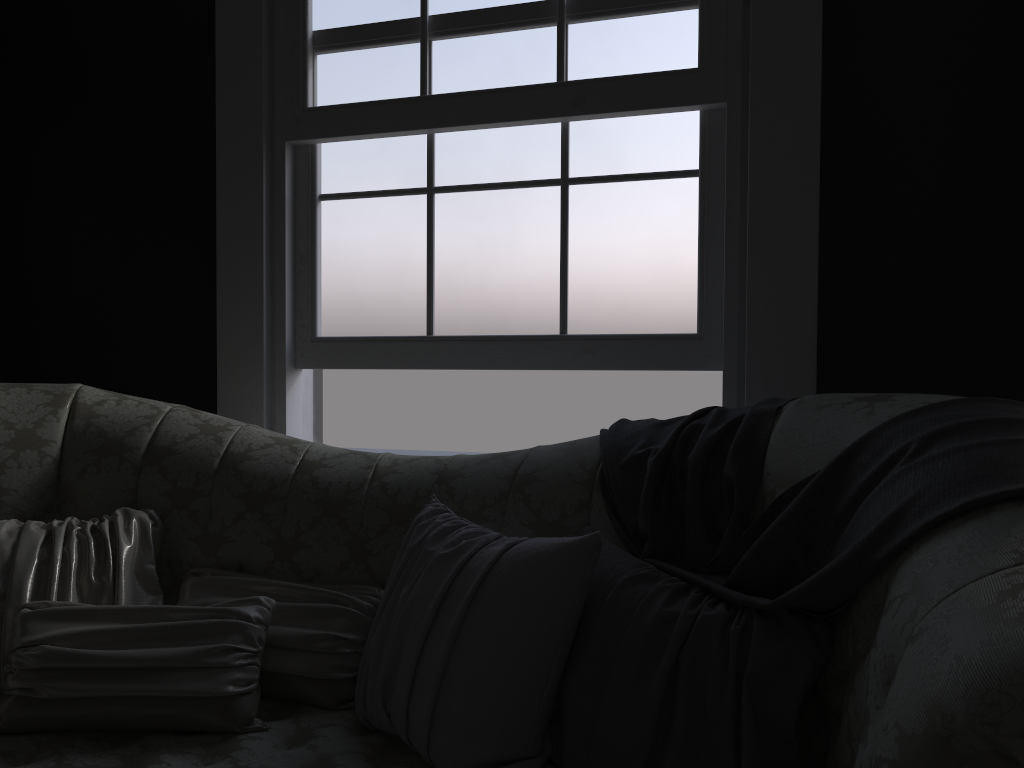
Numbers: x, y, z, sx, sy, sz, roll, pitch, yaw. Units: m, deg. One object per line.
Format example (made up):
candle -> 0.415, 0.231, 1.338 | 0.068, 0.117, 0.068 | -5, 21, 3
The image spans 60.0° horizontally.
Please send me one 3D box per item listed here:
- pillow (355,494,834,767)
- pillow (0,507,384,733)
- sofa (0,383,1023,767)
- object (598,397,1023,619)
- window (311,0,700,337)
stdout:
pillow -> 0.092, 0.485, 1.662 | 0.964, 0.462, 0.405 | 1, 1, 26
pillow -> -0.864, 0.497, 1.957 | 1.105, 0.416, 0.529 | 1, 1, 18
sofa -> -0.385, 0.589, 1.874 | 2.812, 1.161, 1.605 | 1, 1, 19
object -> 0.562, 0.310, 1.658 | 0.517, 0.585, 1.366 | 0, 1, -22
window -> -0.053, -0.954, 2.637 | 1.263, 1.672, 0.056 | 1, 2, 18
